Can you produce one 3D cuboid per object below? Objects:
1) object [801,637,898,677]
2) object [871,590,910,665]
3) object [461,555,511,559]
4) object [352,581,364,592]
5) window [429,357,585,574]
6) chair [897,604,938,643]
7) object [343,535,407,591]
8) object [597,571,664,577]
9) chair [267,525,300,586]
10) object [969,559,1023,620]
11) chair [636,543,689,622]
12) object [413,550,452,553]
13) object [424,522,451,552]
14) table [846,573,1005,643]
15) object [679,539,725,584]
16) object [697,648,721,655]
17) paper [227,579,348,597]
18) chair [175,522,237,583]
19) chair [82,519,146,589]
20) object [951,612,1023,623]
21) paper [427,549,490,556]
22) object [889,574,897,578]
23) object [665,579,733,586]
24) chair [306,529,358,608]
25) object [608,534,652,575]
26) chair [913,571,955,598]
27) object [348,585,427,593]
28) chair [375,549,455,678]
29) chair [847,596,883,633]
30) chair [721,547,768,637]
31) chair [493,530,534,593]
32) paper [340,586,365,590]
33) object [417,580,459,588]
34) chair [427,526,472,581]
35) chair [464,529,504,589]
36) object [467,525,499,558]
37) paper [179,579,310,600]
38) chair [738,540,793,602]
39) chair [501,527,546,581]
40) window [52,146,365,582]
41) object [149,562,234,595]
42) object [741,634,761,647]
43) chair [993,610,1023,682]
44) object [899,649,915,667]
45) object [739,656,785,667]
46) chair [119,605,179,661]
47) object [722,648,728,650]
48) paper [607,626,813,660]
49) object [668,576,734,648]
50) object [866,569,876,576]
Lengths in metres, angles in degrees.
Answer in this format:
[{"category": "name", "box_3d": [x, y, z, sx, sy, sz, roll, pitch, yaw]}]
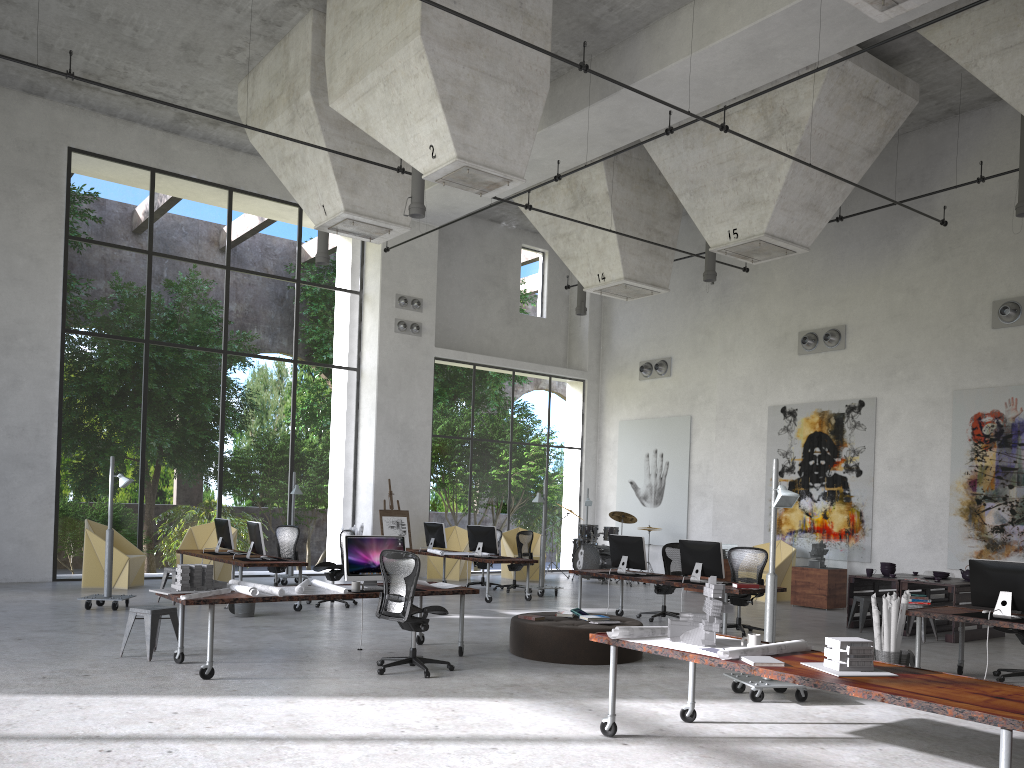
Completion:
[{"category": "object", "box_3d": [2.032, 1.634, 5.303, 0.389, 0.181, 0.419, 3, -7, -12]}, {"category": "object", "box_3d": [3.872, 2.564, 9.008, 0.320, 0.936, 0.341, 2, -1, -19]}, {"category": "object", "box_3d": [-0.476, 3.071, 15.567, 0.850, 0.008, 0.692, -6, -11, 44]}, {"category": "object", "box_3d": [-1.560, 2.050, 8.886, 0.123, 0.100, 0.088, 3, -4, -8]}, {"category": "window", "box_3d": [-0.042, 2.089, 21.026, 4.582, 4.882, 0.020, 5, -2, -37]}, {"category": "chair", "box_3d": [5.525, 3.250, 11.999, 0.439, 0.488, 0.420, 5, -5, -42]}, {"category": "object", "box_3d": [-1.402, 1.878, 9.255, 0.718, 0.552, 0.377, 6, -4, -35]}, {"category": "object", "box_3d": [1.714, 2.744, 12.671, 0.691, 0.008, 0.851, 8, -10, -35]}, {"category": "chair", "box_3d": [-3.915, 2.960, 14.732, 0.769, 1.182, 0.797, 1, -3, 17]}, {"category": "object", "box_3d": [4.852, 1.994, 8.530, 0.378, 0.551, 0.716, 4, -5, -35]}, {"category": "chair", "box_3d": [2.289, 2.967, 13.237, 0.792, 1.182, 0.774, 0, -3, 37]}, {"category": "object", "box_3d": [-1.413, 3.211, 16.805, 0.691, 0.008, 0.851, 8, -10, -35]}, {"category": "object", "box_3d": [-1.406, 2.928, 16.804, 0.378, 0.551, 0.716, 4, -5, -35]}, {"category": "table", "box_3d": [6.067, 3.246, 12.885, 1.513, 0.792, 1.606, 7, -8, -37]}, {"category": "object", "box_3d": [2.546, 2.338, 11.579, 0.378, 0.551, 0.716, 4, -5, -35]}, {"category": "object", "box_3d": [1.339, 1.768, 5.811, 0.134, 0.008, 0.204, 6, -9, -25]}, {"category": "paper", "box_3d": [-2.227, 2.009, 8.681, 1.081, 0.104, 0.979, 8, -10, -37]}, {"category": "chair", "box_3d": [-5.771, 3.172, 16.600, 0.979, 1.166, 0.940, 1, -3, 9]}, {"category": "chair", "box_3d": [-6.946, 2.940, 15.225, 0.934, 1.166, 0.985, 2, -3, -1]}, {"category": "object", "box_3d": [4.846, 2.277, 8.530, 0.691, 0.008, 0.851, 8, -10, -35]}, {"category": "paper", "box_3d": [-0.994, 3.107, 16.284, 1.079, 0.104, 0.981, 6, -9, -27]}, {"category": "object", "box_3d": [5.535, 2.786, 12.748, 0.116, 0.056, 0.138, -3, -8, 38]}, {"category": "object", "box_3d": [2.540, 2.621, 11.579, 0.691, 0.008, 0.851, 8, -10, -35]}, {"category": "chair", "box_3d": [-2.746, 2.847, 13.632, 0.770, 1.182, 0.796, 0, -3, 42]}, {"category": "object", "box_3d": [1.720, 2.461, 12.671, 0.378, 0.551, 0.716, 4, -5, -35]}, {"category": "chair", "box_3d": [6.759, 3.427, 14.087, 0.694, 0.817, 0.777, -1, -5, 38]}, {"category": "object", "box_3d": [-1.411, 2.160, 9.252, 0.853, 0.008, 0.690, 8, -10, -35]}, {"category": "chair", "box_3d": [-0.984, 2.207, 8.595, 0.769, 1.182, 0.797, 1, -3, 27]}, {"category": "chair", "box_3d": [5.176, 3.343, 12.760, 0.420, 0.488, 0.440, 2, -4, -2]}, {"category": "chair", "box_3d": [3.158, 2.830, 12.037, 0.769, 1.182, 0.797, 1, -3, 22]}, {"category": "chair", "box_3d": [0.053, 3.404, 16.935, 0.791, 1.182, 0.775, 1, -3, 17]}, {"category": "paper", "box_3d": [-1.662, 2.149, 9.275, 0.486, 0.001, 0.431, 6, -9, -26]}, {"category": "object", "box_3d": [-0.865, 2.181, 9.637, 0.472, 0.085, 0.437, 7, -9, -33]}, {"category": "chair", "box_3d": [-1.370, 3.686, 19.198, 0.978, 1.166, 0.940, 1, -3, 12]}, {"category": "chair", "box_3d": [-0.523, 3.436, 17.312, 0.770, 1.182, 0.796, 2, -2, 2]}, {"category": "object", "box_3d": [-0.469, 2.788, 15.566, 0.715, 0.551, 0.379, -3, -5, 44]}, {"category": "paper", "box_3d": [-2.434, 1.989, 8.562, 0.891, 0.103, 1.948, 2, -8, 2]}, {"category": "chair", "box_3d": [4.891, 3.583, 16.895, 0.938, 1.166, 0.981, 4, -4, -38]}, {"category": "chair", "box_3d": [0.266, 3.820, 19.750, 0.981, 1.166, 0.938, 3, -3, -17]}, {"category": "window", "box_3d": [-5.752, -0.013, 17.570, 5.987, 7.834, 0.067, 4, -1, -37]}, {"category": "object", "box_3d": [-3.032, 1.846, 8.458, 0.434, 0.304, 0.741, -3, -8, 43]}, {"category": "object", "box_3d": [1.635, 1.758, 5.990, 0.123, 0.100, 0.088, 3, -4, -8]}, {"category": "chair", "box_3d": [5.409, 2.498, 9.087, 0.792, 1.182, 0.774, 0, -3, 42]}, {"category": "object", "box_3d": [4.058, 2.906, 9.186, 0.397, 0.298, 0.297, 1, -4, 6]}, {"category": "object", "box_3d": [1.550, 1.720, 5.452, 0.200, 0.023, 0.237, 3, -8, -6]}, {"category": "chair", "box_3d": [-3.614, 2.493, 8.836, 0.419, 0.488, 0.440, 0, -4, 26]}, {"category": "object", "box_3d": [1.466, 1.781, 5.876, 0.126, 0.010, 0.011, -4, -7, 39]}, {"category": "paper", "box_3d": [1.369, 1.779, 6.125, 0.982, 0.104, 1.078, 9, -10, -41]}, {"category": "object", "box_3d": [1.313, 1.593, 6.146, 0.361, 0.519, 0.496, 2, -4, -1]}, {"category": "object", "box_3d": [5.278, 2.775, 12.927, 0.129, 0.109, 0.101, -3, -6, 44]}]
